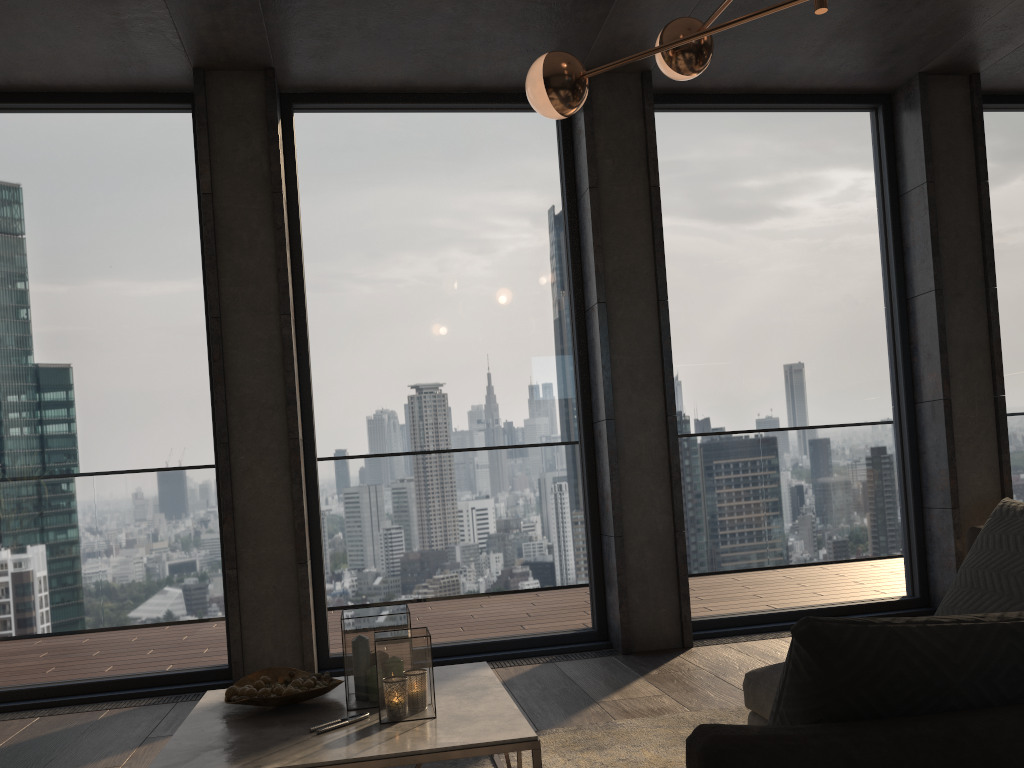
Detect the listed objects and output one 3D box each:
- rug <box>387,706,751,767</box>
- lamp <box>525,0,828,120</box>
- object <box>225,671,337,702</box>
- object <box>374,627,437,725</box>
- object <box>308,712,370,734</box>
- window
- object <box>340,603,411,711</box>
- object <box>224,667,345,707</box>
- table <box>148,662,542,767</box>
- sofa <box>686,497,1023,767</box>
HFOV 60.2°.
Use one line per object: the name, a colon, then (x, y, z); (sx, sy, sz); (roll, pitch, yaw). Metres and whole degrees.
rug: (0.015, 1.186, 2.331); (3.139, 0.020, 1.740); (-3, -6, -10)
lamp: (0.766, -1.402, 2.343); (1.013, 1.035, 1.473); (-2, -5, -33)
object: (-0.680, 0.912, 2.617); (0.323, 0.071, 0.279); (-2, -6, -20)
object: (-0.294, 0.792, 2.411); (0.149, 0.220, 0.149); (-4, -2, -10)
object: (-0.454, 0.901, 2.350); (0.046, 0.012, 0.181); (-9, -8, 41)
window: (0.600, -0.091, 4.827); (7.256, 2.996, 0.199); (-3, -1, -10)
object: (-0.395, 0.799, 2.605); (0.196, 0.260, 0.200); (-4, -3, -10)
object: (-0.672, 0.909, 2.620); (0.346, 0.083, 0.349); (0, -7, -32)
table: (-0.455, 1.078, 2.500); (0.929, 0.308, 0.936); (-3, -6, -10)
sofa: (0.536, 0.684, 1.592); (2.907, 0.782, 2.036); (-3, -5, -10)
